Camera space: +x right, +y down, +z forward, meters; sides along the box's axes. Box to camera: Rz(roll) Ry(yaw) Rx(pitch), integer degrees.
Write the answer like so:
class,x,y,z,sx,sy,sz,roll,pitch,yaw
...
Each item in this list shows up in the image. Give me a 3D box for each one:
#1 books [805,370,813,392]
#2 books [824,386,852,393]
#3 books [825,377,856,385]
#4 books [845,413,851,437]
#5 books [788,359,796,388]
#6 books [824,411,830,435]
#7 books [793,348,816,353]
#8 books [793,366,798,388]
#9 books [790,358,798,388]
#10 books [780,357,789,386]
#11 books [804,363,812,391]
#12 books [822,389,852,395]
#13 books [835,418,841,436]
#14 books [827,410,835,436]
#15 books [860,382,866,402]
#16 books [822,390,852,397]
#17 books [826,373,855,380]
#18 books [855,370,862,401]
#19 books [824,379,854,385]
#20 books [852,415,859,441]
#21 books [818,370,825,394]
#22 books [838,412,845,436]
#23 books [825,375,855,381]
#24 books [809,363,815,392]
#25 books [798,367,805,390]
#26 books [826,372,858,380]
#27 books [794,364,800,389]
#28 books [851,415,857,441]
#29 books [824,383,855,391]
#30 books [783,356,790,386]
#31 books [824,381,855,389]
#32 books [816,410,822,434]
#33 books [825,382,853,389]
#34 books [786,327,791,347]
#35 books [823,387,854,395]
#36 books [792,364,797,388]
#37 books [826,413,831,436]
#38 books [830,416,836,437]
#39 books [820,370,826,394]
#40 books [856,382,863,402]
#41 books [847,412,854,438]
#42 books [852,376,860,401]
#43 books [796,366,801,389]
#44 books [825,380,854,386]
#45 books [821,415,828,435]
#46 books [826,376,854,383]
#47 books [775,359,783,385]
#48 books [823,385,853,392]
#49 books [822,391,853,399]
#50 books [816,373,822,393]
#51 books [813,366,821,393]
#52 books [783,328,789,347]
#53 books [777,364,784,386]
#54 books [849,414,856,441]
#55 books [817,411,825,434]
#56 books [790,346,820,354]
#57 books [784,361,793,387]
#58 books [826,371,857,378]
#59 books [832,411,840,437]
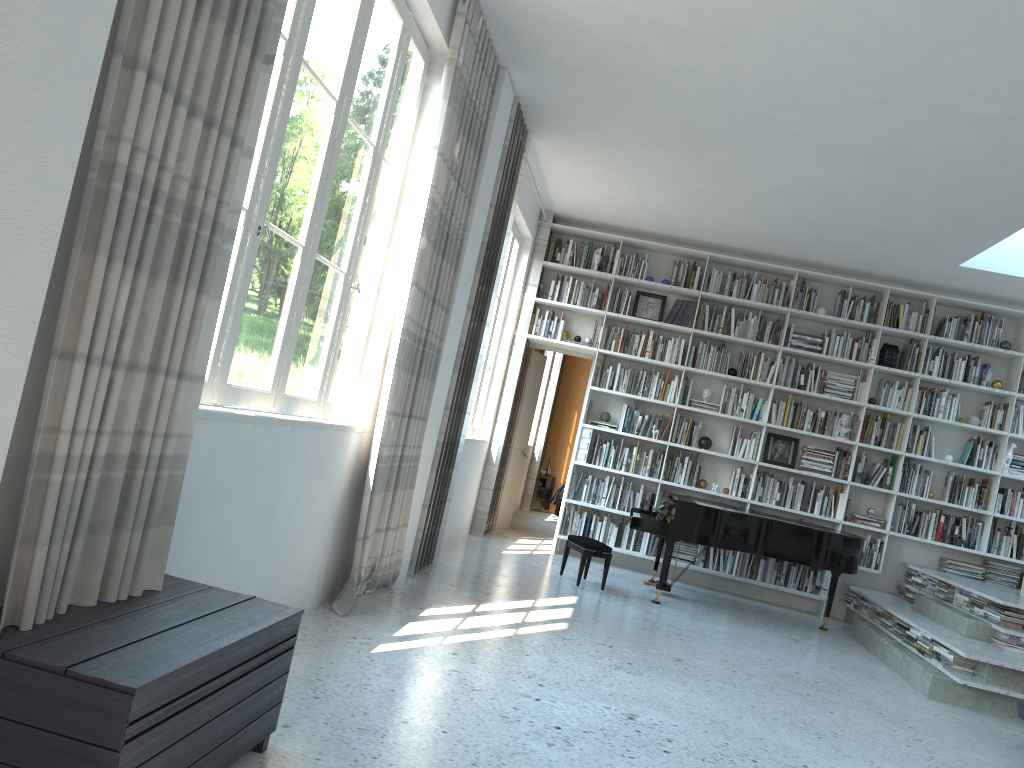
class,x,y,z,sx,sy,sz,roll,pitch,yaw
books,2.821,-0.016,8.455,0.024,0.216,0.148,12,-2,8
books,3.085,0.058,8.421,0.254,0.012,0.161,12,-3,10
books,3.103,-0.025,8.427,0.285,0.012,0.159,12,-3,7
books,3.155,0.410,8.386,0.025,0.259,0.130,12,-2,8
books,2.660,-0.090,8.489,0.029,0.295,0.151,12,-2,8
books,2.962,0.375,8.389,0.012,0.245,0.186,12,-2,8
books,2.787,-0.306,8.481,0.254,0.012,0.161,12,-3,12
books,2.695,-0.051,8.477,0.014,0.233,0.147,12,-2,8
books,2.679,-0.089,8.479,0.011,0.300,0.179,12,-2,8
books,2.595,-0.105,8.488,0.026,0.297,0.179,12,-2,8
books,2.807,-0.054,8.466,0.022,0.285,0.131,12,-2,8
books,3.080,0.081,8.422,0.254,0.012,0.161,12,-3,7
books,3.075,0.422,8.396,0.035,0.201,0.149,12,-2,8
books,3.007,0.378,8.400,0.025,0.258,0.150,12,-2,8
books,3.300,0.093,8.394,0.030,0.205,0.158,12,-2,8
books,3.077,0.094,8.424,0.254,0.012,0.161,12,-3,8
books,3.111,-0.062,8.430,0.254,0.012,0.161,12,-3,8
books,3.263,0.026,8.401,0.012,0.319,0.140,12,-2,8
books,3.100,-0.013,8.424,0.254,0.012,0.161,12,-3,10
books,3.231,0.424,8.388,0.023,0.264,0.107,12,-2,8
books,2.925,-0.008,8.436,0.015,0.245,0.183,12,-2,8
books,3.106,0.398,8.403,0.014,0.263,0.135,12,-2,8
books,3.108,-0.050,8.425,0.254,0.012,0.161,12,-3,10
books,2.856,-0.046,8.455,0.049,0.291,0.162,12,-2,8
books,2.757,-0.040,8.459,0.066,0.236,0.154,12,-2,8
books,3.112,-0.075,8.419,0.285,0.012,0.159,12,-3,3
books,2.709,-0.057,8.472,0.014,0.250,0.173,12,-2,8
books,3.212,0.422,8.384,0.014,0.261,0.137,12,-2,8
books,3.090,0.034,8.424,0.285,0.012,0.159,12,-3,9
books,2.618,-0.108,8.504,0.014,0.313,0.133,12,-2,8
books,3.094,0.010,8.420,0.285,0.012,0.159,12,-3,11
books,2.896,0.367,8.418,0.010,0.234,0.175,12,-2,8
books,3.092,0.023,8.424,0.254,0.012,0.161,12,-3,9
books,2.635,-0.431,8.511,0.013,0.218,0.141,12,-2,8
books,3.082,0.069,8.418,0.285,0.012,0.159,12,-3,5
books,2.685,-0.063,8.479,0.011,0.252,0.153,12,-2,8
books,2.983,0.389,8.422,0.025,0.230,0.143,12,-2,8
books,3.026,0.410,8.412,0.022,0.206,0.114,12,-2,8
books,2.937,-0.007,8.422,0.013,0.246,0.176,12,-2,8
books,3.270,0.089,8.393,0.029,0.198,0.172,12,-3,8
books,3.182,0.406,8.393,0.025,0.279,0.108,12,-2,8
books,3.242,0.054,8.386,0.012,0.254,0.161,12,-2,8
books,2.720,-0.049,8.471,0.011,0.239,0.147,12,-2,8
books,3.097,-0.001,8.421,0.254,0.012,0.161,12,-3,5
books,2.938,0.393,8.401,0.029,0.200,0.178,12,-3,8
books,3.104,-0.037,8.418,0.254,0.012,0.161,12,-3,13
books,2.541,-0.102,8.497,0.026,0.267,0.171,12,-2,8
books,3.087,0.046,8.421,0.254,0.012,0.161,12,-3,6
books,3.075,0.105,8.421,0.285,0.012,0.159,12,-3,9
books,2.904,0.002,8.447,0.024,0.216,0.132,12,-2,8
books,2.886,-0.029,8.436,0.021,0.269,0.192,12,-2,8
books,2.612,-0.428,8.501,0.027,0.201,0.167,12,-3,8
books,2.564,-0.076,8.508,0.027,0.228,0.147,12,-2,8
books,3.197,0.415,8.374,0.014,0.266,0.154,12,-2,8
books,2.913,0.375,8.404,0.029,0.224,0.185,12,-3,8
books,2.789,-0.317,8.483,0.285,0.012,0.159,12,-3,11
books,2.629,-0.083,8.475,0.025,0.266,0.185,12,-2,8
books,3.116,-0.086,8.427,0.285,0.012,0.159,12,-3,10
books,3.053,0.389,8.404,0.024,0.259,0.126,12,-2,8
